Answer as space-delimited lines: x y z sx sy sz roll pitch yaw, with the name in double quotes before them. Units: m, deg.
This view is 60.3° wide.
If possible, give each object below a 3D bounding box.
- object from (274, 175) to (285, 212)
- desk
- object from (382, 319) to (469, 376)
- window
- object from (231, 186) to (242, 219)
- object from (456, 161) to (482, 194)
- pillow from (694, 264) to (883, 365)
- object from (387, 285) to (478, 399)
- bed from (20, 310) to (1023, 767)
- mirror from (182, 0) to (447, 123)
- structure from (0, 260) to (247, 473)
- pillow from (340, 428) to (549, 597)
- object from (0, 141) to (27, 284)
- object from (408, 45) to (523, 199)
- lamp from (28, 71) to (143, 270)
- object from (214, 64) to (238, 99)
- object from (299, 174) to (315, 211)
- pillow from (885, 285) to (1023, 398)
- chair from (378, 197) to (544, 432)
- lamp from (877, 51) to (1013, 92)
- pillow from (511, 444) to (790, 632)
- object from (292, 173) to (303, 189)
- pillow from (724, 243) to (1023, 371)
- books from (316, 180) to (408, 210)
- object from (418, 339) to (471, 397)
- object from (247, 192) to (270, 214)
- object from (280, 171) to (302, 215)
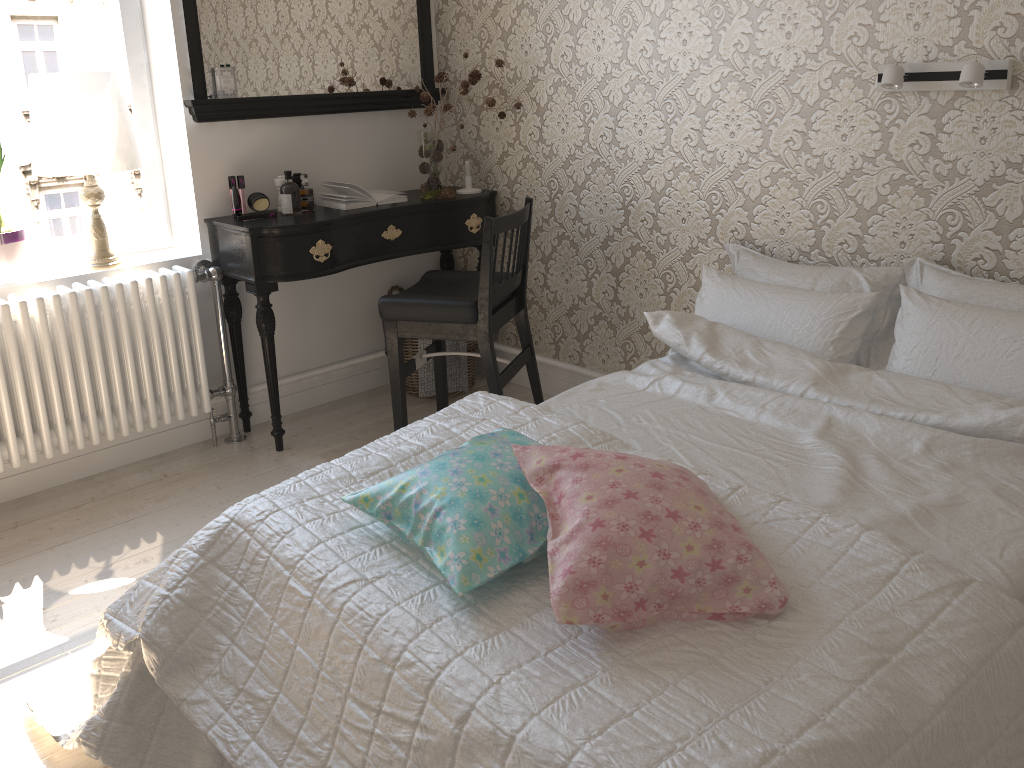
"object" -0.853 -0.711 3.296 0.057 0.131 0.059 0 15 9
"desk" -0.544 -0.299 3.484 1.120 0.803 0.441 -18 21 -40
"object" -0.373 -0.178 3.682 0.372 0.324 0.307 -17 22 -39
"window" -1.677 -1.246 2.859 0.962 1.740 0.112 -16 20 -41
"object" -0.984 -0.650 3.150 0.031 0.117 0.056 -3 15 -3
"object" -0.179 -0.846 3.609 0.105 0.128 0.107 -4 16 -6
"pillow" 0.725 -0.141 2.466 0.207 0.296 0.568 -16 22 -39
"object" -0.319 -0.192 3.729 0.394 0.422 0.403 -5 17 -9
"bed" 0.370 0.331 1.842 2.242 0.616 1.978 -18 24 -39
"mirror" -0.718 -1.318 3.360 1.133 0.558 0.067 -18 21 -40
"structure" -1.419 0.013 2.908 1.082 0.666 0.168 -18 21 -40
"pillow" -0.051 0.208 1.537 0.366 0.165 0.387 -16 23 -35
"object" -1.663 -0.608 2.811 0.158 0.564 0.159 7 17 32
"object" -0.210 -1.019 3.467 0.542 0.585 0.325 3 16 18
"lamp" -1.430 -0.715 2.982 0.342 0.637 0.347 -11 18 -29
"object" -1.016 -1.076 3.134 0.073 0.118 0.037 -14 19 -36
"object" -0.766 -0.712 3.281 0.054 0.135 0.055 -3 15 -2
"pillow" 1.129 -0.028 2.030 0.204 0.301 0.571 -16 22 -40
"chair" -0.158 -0.194 3.080 0.458 0.841 0.467 3 16 18
"lamp" 1.069 -0.788 2.231 0.117 0.091 0.329 -17 24 -39
"pillow" 0.199 0.227 1.391 0.353 0.197 0.404 -5 18 -9
"object" -0.813 -0.737 3.366 0.057 0.131 0.059 0 15 9
"pillow" 1.007 -0.143 2.334 0.315 0.346 1.270 -16 23 -39
"books" -0.585 -0.747 3.419 0.282 0.093 0.229 -17 24 -38
"object" -0.314 -0.166 3.689 0.290 0.347 0.358 -3 17 -2
"object" -0.921 -0.648 3.188 0.080 0.084 0.085 -3 17 -2
"object" -0.808 -0.696 3.211 0.071 0.154 0.071 11 20 41
